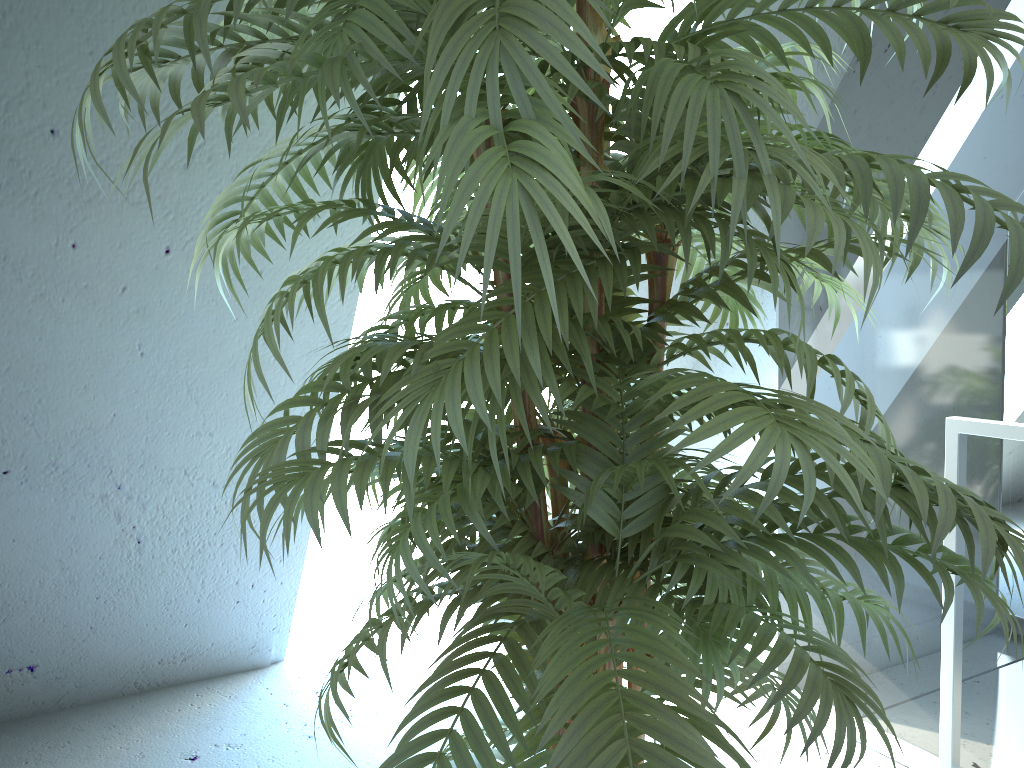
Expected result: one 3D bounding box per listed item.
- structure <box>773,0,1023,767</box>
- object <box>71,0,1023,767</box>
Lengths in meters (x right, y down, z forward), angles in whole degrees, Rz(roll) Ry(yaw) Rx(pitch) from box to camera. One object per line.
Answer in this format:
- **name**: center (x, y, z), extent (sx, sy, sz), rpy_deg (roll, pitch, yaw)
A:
- **structure**: center (1.519, -0.141, 1.776), extent (1.184, 2.114, 1.835), rpy_deg (-4, 6, -29)
- **object**: center (0.083, -0.002, 1.072), extent (1.020, 2.034, 0.980), rpy_deg (0, 6, 20)
